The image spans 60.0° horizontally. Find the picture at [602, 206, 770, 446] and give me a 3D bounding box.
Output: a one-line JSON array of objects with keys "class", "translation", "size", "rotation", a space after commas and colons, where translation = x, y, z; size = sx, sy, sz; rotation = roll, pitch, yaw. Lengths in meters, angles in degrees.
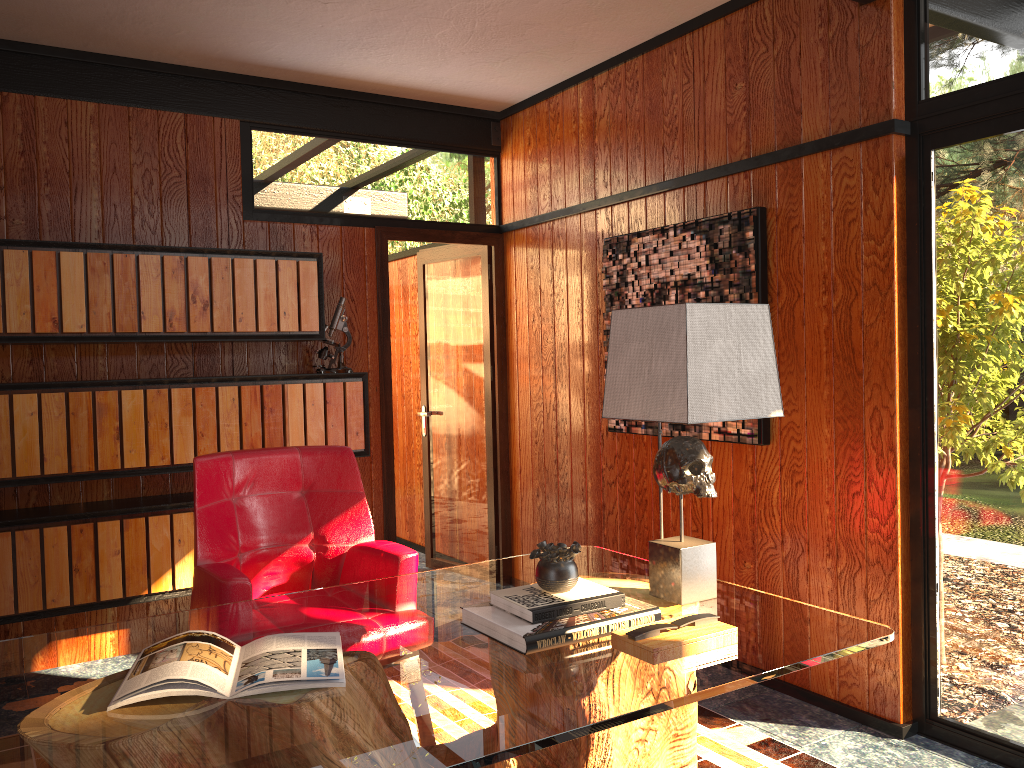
[{"class": "picture", "translation": [0.671, -0.215, 3.620], "size": [0.061, 0.873, 0.916], "rotation": [-2, 2, -32]}]

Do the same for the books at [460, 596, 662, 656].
[{"class": "books", "translation": [0.110, 0.534, 2.044], "size": [0.366, 0.040, 0.286], "rotation": [-2, 2, -32]}]

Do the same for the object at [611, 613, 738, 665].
[{"class": "object", "translation": [0.344, 0.528, 1.875], "size": [0.238, 0.049, 0.135], "rotation": [-2, 2, -32]}]

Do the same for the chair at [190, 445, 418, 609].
[{"class": "chair", "translation": [-0.702, 0.708, 2.873], "size": [0.621, 0.956, 0.839], "rotation": [-2, 2, -32]}]

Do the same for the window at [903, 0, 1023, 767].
[{"class": "window", "translation": [1.904, -0.142, 1.928], "size": [0.085, 2.580, 2.260], "rotation": [-2, 2, -32]}]

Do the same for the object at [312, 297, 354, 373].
[{"class": "object", "translation": [-0.832, -0.228, 4.102], "size": [0.181, 0.354, 0.142], "rotation": [-1, 2, 4]}]

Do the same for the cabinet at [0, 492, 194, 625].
[{"class": "cabinet", "translation": [-1.592, 0.690, 3.688], "size": [1.653, 0.390, 0.321], "rotation": [-2, 2, -32]}]

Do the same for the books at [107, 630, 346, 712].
[{"class": "books", "translation": [-0.555, 0.554, 1.781], "size": [0.422, 0.049, 0.300], "rotation": [-2, 2, -13]}]

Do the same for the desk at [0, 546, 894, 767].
[{"class": "desk", "translation": [-0.242, 0.882, 1.931], "size": [1.900, 0.632, 1.150], "rotation": [-2, 2, -32]}]

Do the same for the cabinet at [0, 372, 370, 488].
[{"class": "cabinet", "translation": [-1.436, 0.169, 3.779], "size": [1.653, 0.390, 0.321], "rotation": [-2, 2, -32]}]

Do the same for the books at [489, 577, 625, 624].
[{"class": "books", "translation": [0.103, 0.499, 2.059], "size": [0.249, 0.029, 0.198], "rotation": [-2, 2, -30]}]

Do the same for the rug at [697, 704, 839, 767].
[{"class": "rug", "translation": [-0.336, 1.177, 2.463], "size": [2.439, 0.042, 2.410], "rotation": [-2, 2, -32]}]

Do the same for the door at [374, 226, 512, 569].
[{"class": "door", "translation": [-0.531, 0.172, 4.953], "size": [0.751, 1.955, 0.734], "rotation": [-2, 2, -32]}]

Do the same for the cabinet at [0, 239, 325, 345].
[{"class": "cabinet", "translation": [-1.618, -0.364, 3.658], "size": [1.653, 0.390, 0.321], "rotation": [-2, 2, -32]}]

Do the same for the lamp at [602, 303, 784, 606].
[{"class": "lamp", "translation": [0.448, 0.174, 2.214], "size": [0.316, 0.732, 0.316], "rotation": [-2, 2, -32]}]

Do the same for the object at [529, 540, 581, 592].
[{"class": "object", "translation": [0.102, 0.427, 2.075], "size": [0.121, 0.114, 0.118], "rotation": [-3, 2, -38]}]
